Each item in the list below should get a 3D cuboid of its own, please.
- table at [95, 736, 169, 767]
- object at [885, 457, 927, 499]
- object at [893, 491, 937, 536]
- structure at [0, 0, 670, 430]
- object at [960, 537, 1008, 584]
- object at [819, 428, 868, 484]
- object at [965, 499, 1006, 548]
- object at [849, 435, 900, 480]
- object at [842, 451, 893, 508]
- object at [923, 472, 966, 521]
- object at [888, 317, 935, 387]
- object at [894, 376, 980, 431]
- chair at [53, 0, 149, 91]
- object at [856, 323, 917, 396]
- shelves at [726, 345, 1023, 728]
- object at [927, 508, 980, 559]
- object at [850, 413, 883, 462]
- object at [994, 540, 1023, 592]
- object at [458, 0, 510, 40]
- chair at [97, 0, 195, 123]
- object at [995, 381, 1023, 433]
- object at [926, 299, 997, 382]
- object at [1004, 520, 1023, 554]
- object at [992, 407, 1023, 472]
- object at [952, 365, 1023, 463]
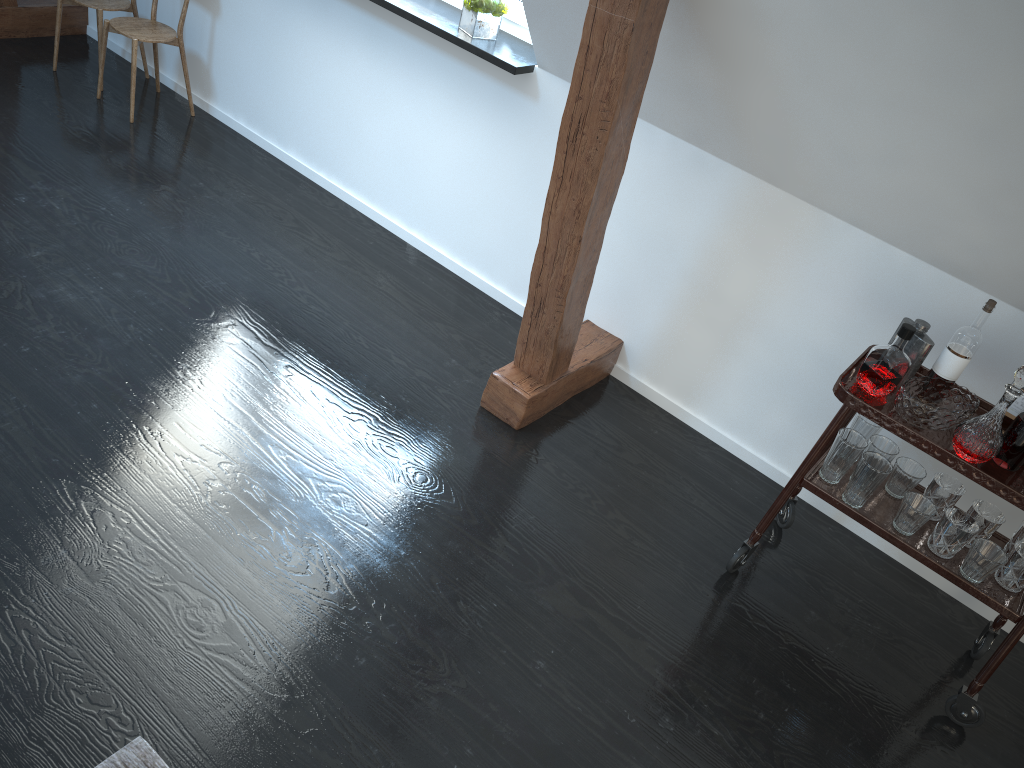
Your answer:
[{"bbox_3d":[0.015,1.560,0.449,2.421,0.788,1.141,35,38,23],"label":"table"},{"bbox_3d":[1.149,0.281,2.606,0.092,0.099,0.092,21,35,4],"label":"object"},{"bbox_3d":[1.115,0.367,2.472,0.092,0.099,0.092,21,35,4],"label":"object"},{"bbox_3d":[0.604,-0.602,2.669,12.350,1.963,1.023,35,38,23],"label":"structure"},{"bbox_3d":[1.258,0.480,2.381,0.092,0.099,0.092,21,35,4],"label":"object"},{"bbox_3d":[0.950,0.213,2.562,0.087,0.155,0.087,18,35,0],"label":"object"},{"bbox_3d":[1.311,0.399,2.497,0.095,0.119,0.095,12,35,-8],"label":"object"},{"bbox_3d":[1.045,0.233,2.576,0.087,0.155,0.087,18,35,0],"label":"object"},{"bbox_3d":[0.993,0.275,2.496,0.087,0.155,0.087,18,35,0],"label":"object"},{"bbox_3d":[1.233,0.329,2.559,0.095,0.119,0.095,12,35,-8],"label":"object"},{"bbox_3d":[1.109,-0.098,2.499,0.052,0.182,0.135,3,37,-21],"label":"object"},{"bbox_3d":[1.125,0.059,2.366,0.245,0.092,0.151,-3,40,-27],"label":"object"},{"bbox_3d":[-1.997,-1.846,4.307,0.329,0.696,0.342,24,35,9],"label":"chair"},{"bbox_3d":[1.023,-0.070,2.398,0.087,0.206,0.087,-5,41,-30],"label":"object"},{"bbox_3d":[1.178,0.424,2.572,0.803,0.732,0.438,32,37,19],"label":"shelves"},{"bbox_3d":[1.202,0.413,2.430,0.095,0.119,0.095,12,35,-8],"label":"object"},{"bbox_3d":[1.050,0.160,2.679,0.087,0.155,0.087,18,35,0],"label":"object"},{"bbox_3d":[1.367,0.496,2.389,0.095,0.119,0.095,12,35,-8],"label":"object"},{"bbox_3d":[-0.112,-1.494,3.197,0.309,0.461,0.131,-11,44,-35],"label":"object"},{"bbox_3d":[-1.702,-1.628,4.138,0.329,0.696,0.342,36,38,24],"label":"chair"},{"bbox_3d":[1.384,0.031,2.377,0.099,0.257,0.067,38,40,26],"label":"object"},{"bbox_3d":[1.223,-0.093,2.419,0.073,0.320,0.073,29,36,15],"label":"object"},{"bbox_3d":[1.443,0.451,2.484,0.095,0.119,0.095,12,35,-8],"label":"object"},{"bbox_3d":[1.327,0.084,2.236,0.081,0.307,0.081,39,40,27],"label":"object"},{"bbox_3d":[1.210,0.073,2.210,0.114,0.292,0.114,18,35,0],"label":"object"}]
